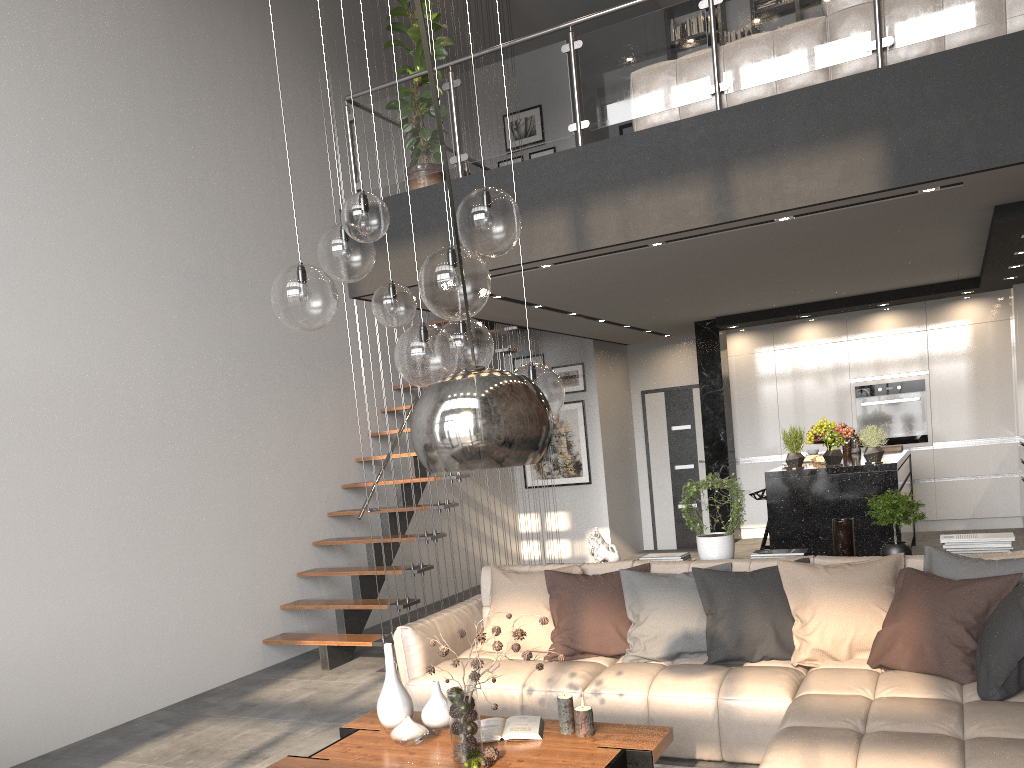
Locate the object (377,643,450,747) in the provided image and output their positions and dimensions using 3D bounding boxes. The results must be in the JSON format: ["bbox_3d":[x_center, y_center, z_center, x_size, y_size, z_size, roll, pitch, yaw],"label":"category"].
[{"bbox_3d":[-0.433,1.293,3.697,0.316,0.402,0.317,-7,2,-44],"label":"object"}]

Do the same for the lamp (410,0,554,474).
[{"bbox_3d":[-0.072,0.466,1.147,0.320,2.356,2.017,-5,1,3],"label":"lamp"}]

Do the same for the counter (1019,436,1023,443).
[{"bbox_3d":[4.249,0.444,6.532,0.614,0.040,3.424,-8,-4,26],"label":"counter"}]

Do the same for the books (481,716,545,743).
[{"bbox_3d":[-0.032,1.430,3.620,0.343,0.040,0.231,-6,-4,4],"label":"books"}]

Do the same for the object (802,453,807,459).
[{"bbox_3d":[2.470,0.623,7.446,0.083,0.071,0.077,-6,0,-14],"label":"object"}]

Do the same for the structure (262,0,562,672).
[{"bbox_3d":[-0.876,-0.794,7.859,1.183,6.115,3.548,-3,4,27],"label":"structure"}]

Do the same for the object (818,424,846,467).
[{"bbox_3d":[2.338,0.444,6.393,0.179,0.316,0.170,-3,4,38],"label":"object"}]

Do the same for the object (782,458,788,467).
[{"bbox_3d":[2.212,0.615,6.928,0.155,0.071,0.155,-5,-2,-5],"label":"object"}]

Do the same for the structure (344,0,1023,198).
[{"bbox_3d":[1.491,-1.798,6.500,4.246,0.746,3.344,-7,-4,27],"label":"structure"}]

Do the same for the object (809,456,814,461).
[{"bbox_3d":[2.515,0.623,7.307,0.075,0.043,0.127,-6,-3,19],"label":"object"}]

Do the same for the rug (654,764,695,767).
[{"bbox_3d":[-0.140,1.809,3.597,2.311,0.020,1.593,-8,-4,26],"label":"rug"}]

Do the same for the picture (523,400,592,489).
[{"bbox_3d":[0.505,0.735,10.494,0.876,1.004,0.024,-5,5,27],"label":"picture"}]

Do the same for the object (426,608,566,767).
[{"bbox_3d":[-0.060,1.131,3.327,0.542,0.610,0.314,-6,3,-2],"label":"object"}]

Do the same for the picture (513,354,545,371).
[{"bbox_3d":[0.217,-0.083,10.524,0.412,0.511,0.024,-5,5,27],"label":"picture"}]

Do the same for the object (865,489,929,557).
[{"bbox_3d":[2.032,0.761,4.634,0.270,0.412,0.308,-6,2,-13],"label":"object"}]

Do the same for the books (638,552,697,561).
[{"bbox_3d":[0.917,1.073,5.236,0.350,0.101,0.192,-7,-2,27],"label":"books"}]

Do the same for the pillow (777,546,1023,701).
[{"bbox_3d":[1.857,1.050,3.915,0.754,0.552,1.390,-5,-2,-33],"label":"pillow"}]

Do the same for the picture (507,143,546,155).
[{"bbox_3d":[0.141,-2.934,10.157,0.507,0.415,0.024,-6,5,27],"label":"picture"}]

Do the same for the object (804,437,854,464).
[{"bbox_3d":[2.452,0.520,6.757,0.366,0.190,0.367,-5,-2,-10],"label":"object"}]

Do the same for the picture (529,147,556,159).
[{"bbox_3d":[0.367,-2.490,10.108,0.335,0.416,0.024,-5,5,27],"label":"picture"}]

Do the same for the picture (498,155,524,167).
[{"bbox_3d":[0.001,-2.438,10.295,0.335,0.416,0.024,-5,5,27],"label":"picture"}]

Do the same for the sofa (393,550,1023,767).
[{"bbox_3d":[0.807,1.339,4.056,3.262,0.826,1.858,-7,-3,27],"label":"sofa"}]

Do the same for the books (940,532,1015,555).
[{"bbox_3d":[2.358,0.845,4.437,0.334,0.152,0.197,-7,-1,27],"label":"books"}]

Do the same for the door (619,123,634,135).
[{"bbox_3d":[1.868,-2.213,10.745,0.978,2.105,0.166,-4,5,27],"label":"door"}]

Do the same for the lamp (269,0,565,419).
[{"bbox_3d":[-0.539,-2.311,3.074,1.236,5.052,1.210,-3,5,24],"label":"lamp"}]

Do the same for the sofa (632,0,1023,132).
[{"bbox_3d":[2.164,-1.942,5.599,2.290,0.788,2.265,-7,-3,27],"label":"sofa"}]

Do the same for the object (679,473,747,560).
[{"bbox_3d":[1.166,0.795,5.057,0.386,0.582,0.213,-5,4,8],"label":"object"}]

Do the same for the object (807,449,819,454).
[{"bbox_3d":[2.757,0.636,8.010,0.155,0.071,0.155,-5,-2,-5],"label":"object"}]

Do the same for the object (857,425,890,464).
[{"bbox_3d":[2.600,0.426,6.289,0.222,0.287,0.208,-4,3,40],"label":"object"}]

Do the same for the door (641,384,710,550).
[{"bbox_3d":[2.187,1.073,11.050,0.978,2.105,0.166,-4,5,27],"label":"door"}]

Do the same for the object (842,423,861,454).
[{"bbox_3d":[3.108,0.493,8.008,0.151,0.286,0.198,-5,2,10],"label":"object"}]

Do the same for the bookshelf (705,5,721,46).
[{"bbox_3d":[3.280,-2.741,8.289,3.540,2.543,0.244,-6,4,27],"label":"bookshelf"}]

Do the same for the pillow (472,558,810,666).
[{"bbox_3d":[0.668,1.210,4.637,1.952,0.504,0.536,-7,0,26],"label":"pillow"}]

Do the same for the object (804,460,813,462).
[{"bbox_3d":[2.510,0.639,7.314,0.190,0.012,0.192,-3,-5,-31],"label":"object"}]

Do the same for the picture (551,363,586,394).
[{"bbox_3d":[0.669,-0.057,10.305,0.412,0.338,0.024,-6,5,27],"label":"picture"}]

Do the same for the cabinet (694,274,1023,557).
[{"bbox_3d":[2.927,0.129,7.293,3.639,3.272,6.141,-5,-2,27],"label":"cabinet"}]

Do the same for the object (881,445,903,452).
[{"bbox_3d":[3.357,0.587,7.884,0.292,0.030,0.397,-7,-4,26],"label":"object"}]

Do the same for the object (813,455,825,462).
[{"bbox_3d":[2.493,0.599,7.056,0.132,0.060,0.069,-7,0,27],"label":"object"}]

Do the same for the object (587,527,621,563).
[{"bbox_3d":[0.572,1.020,5.373,0.134,0.293,0.208,-9,4,-44],"label":"object"}]

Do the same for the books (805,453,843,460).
[{"bbox_3d":[2.734,0.632,7.698,0.324,0.038,0.170,-7,-4,26],"label":"books"}]

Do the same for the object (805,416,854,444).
[{"bbox_3d":[2.447,0.353,6.746,0.349,0.217,0.316,-6,-1,24],"label":"object"}]

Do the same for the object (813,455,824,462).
[{"bbox_3d":[2.458,0.600,7.015,0.060,0.059,0.074,-6,0,-42],"label":"object"}]

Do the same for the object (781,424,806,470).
[{"bbox_3d":[2.113,0.447,6.527,0.185,0.373,0.195,-7,3,-18],"label":"object"}]

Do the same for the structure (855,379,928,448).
[{"bbox_3d":[3.994,0.312,9.182,0.658,0.639,0.644,-5,1,27],"label":"structure"}]

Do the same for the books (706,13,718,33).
[{"bbox_3d":[3.272,-2.786,8.277,3.457,2.355,0.209,-6,4,27],"label":"books"}]

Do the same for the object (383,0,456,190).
[{"bbox_3d":[-0.617,-1.985,6.007,0.521,1.485,0.776,-10,5,-43],"label":"object"}]

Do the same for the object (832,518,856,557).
[{"bbox_3d":[1.804,0.864,4.755,0.109,0.271,0.107,-3,5,32],"label":"object"}]

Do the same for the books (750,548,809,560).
[{"bbox_3d":[1.497,0.990,4.936,0.327,0.100,0.203,-7,-3,27],"label":"books"}]

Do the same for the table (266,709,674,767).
[{"bbox_3d":[-0.185,1.630,3.454,1.461,0.358,0.889,-7,-3,27],"label":"table"}]

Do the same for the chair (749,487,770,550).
[{"bbox_3d":[2.418,1.220,7.544,0.436,0.743,1.711,-4,-1,27],"label":"chair"}]

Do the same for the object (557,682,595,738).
[{"bbox_3d":[0.254,1.310,3.529,0.154,0.213,0.076,-4,4,37],"label":"object"}]
